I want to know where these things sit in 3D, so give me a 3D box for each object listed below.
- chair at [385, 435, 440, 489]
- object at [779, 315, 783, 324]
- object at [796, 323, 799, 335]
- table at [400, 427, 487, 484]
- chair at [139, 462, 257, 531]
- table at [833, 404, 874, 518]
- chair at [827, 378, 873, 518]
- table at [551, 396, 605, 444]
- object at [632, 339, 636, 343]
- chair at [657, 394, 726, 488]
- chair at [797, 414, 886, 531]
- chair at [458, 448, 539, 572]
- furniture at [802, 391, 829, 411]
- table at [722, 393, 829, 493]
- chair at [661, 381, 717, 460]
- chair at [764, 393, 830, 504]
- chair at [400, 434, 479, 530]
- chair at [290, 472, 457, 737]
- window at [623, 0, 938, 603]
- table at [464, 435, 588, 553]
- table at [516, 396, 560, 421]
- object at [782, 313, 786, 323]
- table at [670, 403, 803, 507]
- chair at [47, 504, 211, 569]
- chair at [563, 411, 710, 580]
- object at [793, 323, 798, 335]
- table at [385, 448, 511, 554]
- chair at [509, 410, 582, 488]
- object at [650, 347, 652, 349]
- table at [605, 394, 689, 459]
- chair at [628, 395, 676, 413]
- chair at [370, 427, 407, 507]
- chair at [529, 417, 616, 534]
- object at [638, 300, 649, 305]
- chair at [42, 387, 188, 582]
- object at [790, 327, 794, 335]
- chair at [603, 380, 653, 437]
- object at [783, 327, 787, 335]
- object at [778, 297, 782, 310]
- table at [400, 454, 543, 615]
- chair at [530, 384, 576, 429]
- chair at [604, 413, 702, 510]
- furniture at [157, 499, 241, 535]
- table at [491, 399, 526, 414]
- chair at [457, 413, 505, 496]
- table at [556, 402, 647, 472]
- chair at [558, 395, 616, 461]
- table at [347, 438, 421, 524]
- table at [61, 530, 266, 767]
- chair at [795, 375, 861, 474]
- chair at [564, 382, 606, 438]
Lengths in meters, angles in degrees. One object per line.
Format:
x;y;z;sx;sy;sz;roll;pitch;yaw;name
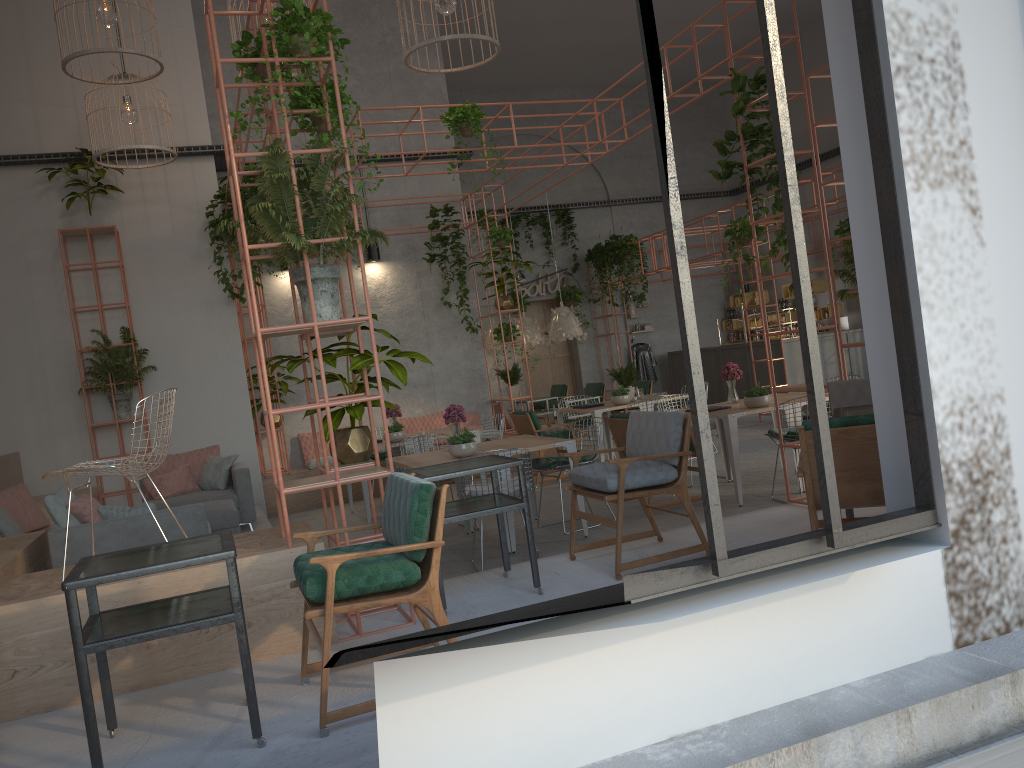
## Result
-1.000;0.993;9.442;0.565;0.941;0.717;-8;2;-3;chair
5.637;-1.342;18.563;0.131;0.207;0.131;-7;2;26;object
5.835;-1.130;18.043;0.082;0.246;0.082;-8;2;13;object
-0.835;0.985;10.468;0.694;0.830;1.214;-9;2;-19;table
-3.333;1.255;9.384;1.127;0.672;1.052;-9;2;-19;chair
2.256;0.538;5.222;0.602;0.798;0.635;-7;2;21;table
2.537;0.418;6.017;0.722;0.914;0.685;-7;2;21;chair
1.085;0.634;14.394;0.635;0.798;0.602;-9;2;-19;table
2.713;-0.977;19.811;0.093;0.121;0.049;-8;2;-17;object
1.951;0.579;9.502;0.565;0.941;0.717;-9;2;-18;chair
1.787;0.573;4.268;0.722;0.917;0.685;-7;2;21;chair
-0.095;0.943;6.861;0.565;0.941;0.717;-8;2;-3;chair
4.963;0.300;13.212;0.941;0.446;0.976;-9;2;-19;furniture
2.739;0.548;8.779;0.694;0.830;1.214;-9;2;-19;table
2.257;0.475;11.582;0.717;0.941;0.565;-9;2;-23;chair
2.573;0.544;7.753;0.565;0.941;0.717;-8;2;-3;chair
-0.717;0.978;8.611;0.565;0.941;0.717;-9;2;-18;chair
-0.625;0.913;3.970;0.685;0.929;0.722;-9;2;-19;chair
-0.763;-1.948;2.382;4.126;5.544;0.089;-9;2;-19;window
0.067;0.935;7.887;0.694;0.830;1.214;-9;2;-19;table
0.505;0.667;16.050;0.635;0.798;0.602;-9;2;-19;table
5.674;-1.369;18.410;0.072;0.248;0.094;-9;2;-19;object
2.090;0.646;8.546;0.694;0.830;1.205;-9;2;-19;table
-2.833;1.220;6.721;1.056;0.586;1.127;-9;2;-19;chair
0.762;0.669;5.696;0.685;0.929;0.722;-9;2;-19;chair
5.806;-1.129;18.140;0.072;0.248;0.094;-9;2;-19;object
-0.580;1.033;7.654;0.694;0.830;1.205;-9;2;-19;table
0.434;0.751;11.021;0.685;0.917;0.722;-9;2;-19;chair
3.135;-0.784;19.963;0.033;0.146;0.070;-6;2;42;object
1.800;0.589;11.400;0.694;0.830;1.214;-9;2;-19;table
1.636;0.597;10.373;0.565;0.941;0.717;-8;2;-3;chair
-1.621;1.028;11.191;0.565;0.941;0.717;-9;2;-18;chair
0.526;0.821;8.070;0.717;0.941;0.565;-9;2;-23;chair
2.943;-1.821;19.861;0.263;0.101;0.013;-9;2;-19;object
-2.110;0.534;4.759;0.717;0.941;0.565;-8;2;-11;chair
5.767;-1.112;18.240;0.073;0.219;0.105;-8;2;-13;object
1.948;0.437;14.691;0.685;0.929;0.722;-9;2;-19;chair
5.678;-1.102;18.463;0.070;0.209;0.070;-7;2;31;object
5.596;-1.662;18.509;0.066;0.291;0.066;-7;2;41;object
-0.258;0.885;5.343;0.635;0.798;0.602;-9;2;-19;table
0.789;0.501;17.997;0.685;0.930;0.722;-9;2;-19;chair
1.371;0.697;8.399;0.685;0.917;0.722;-9;2;-19;chair
-2.976;1.358;8.091;0.941;0.446;0.975;-9;2;-19;furniture
-0.076;0.699;17.706;0.635;0.798;0.602;-9;2;-19;table
-0.379;0.871;10.651;0.717;0.941;0.565;-9;2;-23;chair
1.151;0.687;11.166;0.694;0.830;1.205;-9;2;-19;table
1.014;0.633;12.123;0.565;0.941;0.717;-9;2;-18;chair
-1.484;1.083;10.235;0.694;0.830;1.205;-9;2;-19;table
-1.421;1.097;3.682;0.635;0.798;0.602;-9;2;-19;table
3.194;0.421;8.961;0.717;0.941;0.565;-9;2;-23;chair
1.362;0.469;16.362;0.685;0.930;0.722;-9;2;-19;chair
